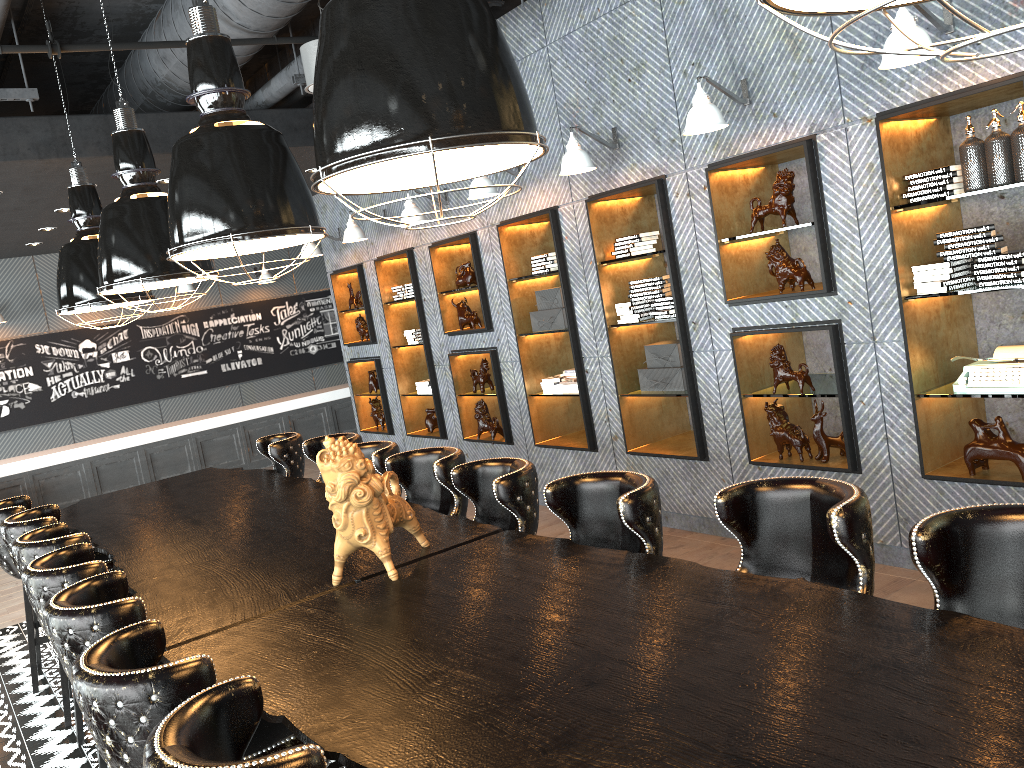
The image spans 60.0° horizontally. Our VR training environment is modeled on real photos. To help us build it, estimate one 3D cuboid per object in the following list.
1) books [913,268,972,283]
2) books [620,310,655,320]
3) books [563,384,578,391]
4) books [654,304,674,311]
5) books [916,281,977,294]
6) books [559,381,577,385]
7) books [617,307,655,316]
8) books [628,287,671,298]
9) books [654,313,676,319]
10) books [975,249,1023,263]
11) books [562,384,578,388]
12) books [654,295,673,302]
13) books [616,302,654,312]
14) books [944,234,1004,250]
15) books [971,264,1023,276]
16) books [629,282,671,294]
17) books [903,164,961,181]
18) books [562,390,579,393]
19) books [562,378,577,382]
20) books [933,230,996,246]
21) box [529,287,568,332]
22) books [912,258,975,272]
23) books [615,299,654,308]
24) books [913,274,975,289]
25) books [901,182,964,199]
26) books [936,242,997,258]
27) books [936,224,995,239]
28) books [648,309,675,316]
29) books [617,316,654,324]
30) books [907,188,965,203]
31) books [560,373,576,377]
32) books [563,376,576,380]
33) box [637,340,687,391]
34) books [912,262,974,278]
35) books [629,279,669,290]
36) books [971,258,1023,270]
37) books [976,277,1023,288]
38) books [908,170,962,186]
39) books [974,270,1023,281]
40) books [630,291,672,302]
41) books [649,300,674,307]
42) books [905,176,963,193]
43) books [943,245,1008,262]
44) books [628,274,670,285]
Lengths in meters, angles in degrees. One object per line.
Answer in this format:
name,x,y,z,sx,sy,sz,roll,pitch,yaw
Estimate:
books,2.127,-0.534,4.355,0.246,0.028,0.193,-14,7,-32
books,0.898,-0.482,6.113,0.246,0.028,0.193,-14,7,-35
books,0.517,0.021,6.828,0.159,0.021,0.224,-13,7,-25
books,1.108,-0.528,5.933,0.194,0.028,0.245,-15,8,-38
books,2.156,-0.482,4.362,0.246,0.028,0.193,-12,6,-19
books,0.505,-0.019,6.820,0.205,0.019,0.264,-14,7,-35
books,0.880,-0.513,6.161,0.246,0.028,0.193,-13,7,-28
books,0.934,-0.622,6.029,0.245,0.028,0.194,-7,7,28
books,1.098,-0.467,5.915,0.194,0.028,0.245,-13,7,-30
books,2.323,-0.600,4.119,0.194,0.028,0.245,-14,7,-35
books,0.512,0.000,6.827,0.203,0.022,0.228,-14,7,-31
books,1.101,-0.581,5.906,0.194,0.028,0.245,-15,8,-39
books,0.866,-0.534,6.116,0.246,0.028,0.193,-12,7,-21
books,2.202,-0.678,4.238,0.245,0.028,0.194,-7,7,26
books,2.313,-0.543,4.135,0.194,0.028,0.245,-14,7,-32
books,0.943,-0.656,6.062,0.245,0.028,0.194,-7,7,26
books,2.070,-1.031,4.314,0.194,0.028,0.245,-14,7,-31
books,0.519,0.042,6.820,0.167,0.023,0.228,-14,7,-34
books,0.507,-0.042,6.829,0.197,0.023,0.248,-12,6,-17
books,2.175,-0.704,4.257,0.245,0.028,0.194,-6,8,36
box,0.335,-0.592,6.948,0.298,0.315,0.419,-14,7,-34
books,2.109,-0.587,4.343,0.246,0.028,0.193,-14,8,-36
books,0.866,-0.566,6.141,0.246,0.028,0.193,-13,7,-27
books,2.122,-0.500,4.315,0.245,0.028,0.194,-11,6,-13
books,2.066,-0.945,4.332,0.194,0.028,0.245,-13,7,-30
books,2.167,-0.641,4.225,0.245,0.028,0.194,-6,7,32
books,2.174,-0.733,4.258,0.245,0.028,0.194,-7,7,27
books,1.058,-0.488,5.913,0.194,0.028,0.245,-13,7,-23
books,0.880,-0.454,6.148,0.246,0.028,0.193,-15,8,-41
books,2.095,-0.920,4.317,0.194,0.028,0.245,-13,7,-29
books,0.506,-0.085,6.813,0.197,0.020,0.206,-14,7,-32
books,0.533,-0.069,6.826,0.247,0.023,0.244,-5,8,41
box,1.064,-0.121,6.083,0.323,0.315,0.419,-14,7,-34
books,2.115,-0.560,4.347,0.246,0.028,0.193,-15,8,-39
books,0.934,-0.681,6.041,0.245,0.028,0.194,-8,6,17
books,2.316,-0.572,4.139,0.194,0.028,0.245,-13,7,-28
books,2.326,-0.486,4.119,0.194,0.028,0.245,-14,7,-33
books,2.087,-1.003,4.300,0.194,0.028,0.245,-14,7,-34
books,2.321,-0.513,4.117,0.194,0.028,0.245,-12,7,-21
books,0.947,-0.596,6.035,0.245,0.028,0.194,-7,7,25
books,1.077,-0.551,5.935,0.245,0.028,0.194,-4,9,45
books,2.078,-0.973,4.305,0.194,0.028,0.245,-14,7,-32
books,2.224,-0.626,4.251,0.245,0.028,0.194,-5,8,39
books,0.943,-0.712,6.041,0.245,0.028,0.194,-6,7,31
